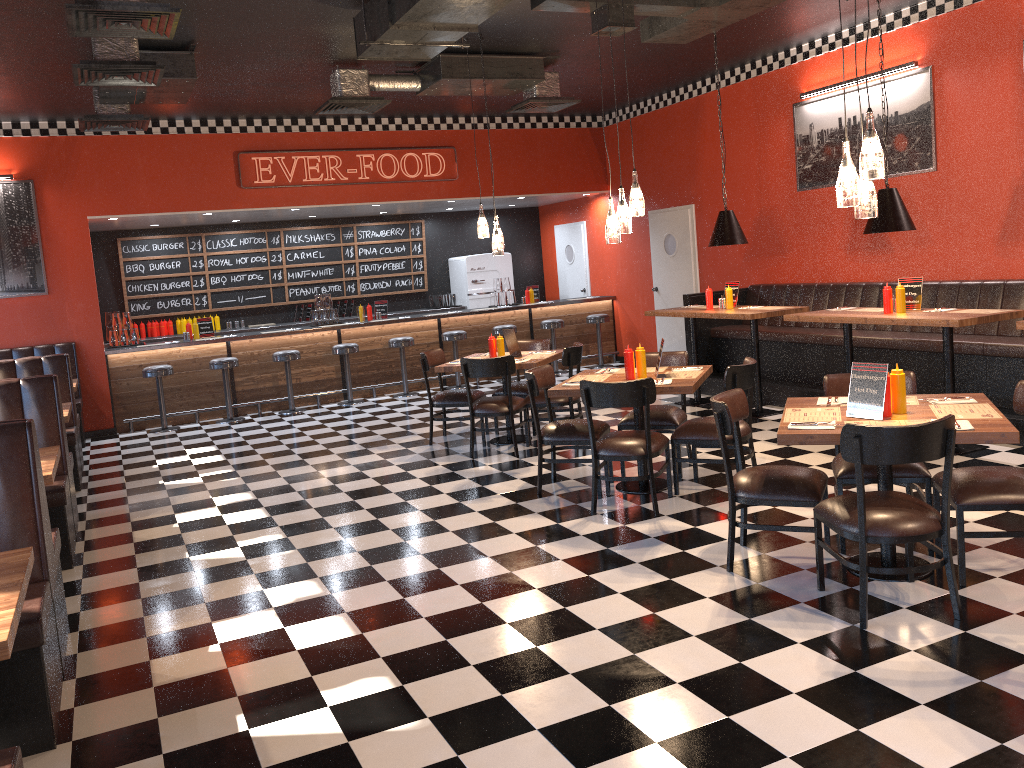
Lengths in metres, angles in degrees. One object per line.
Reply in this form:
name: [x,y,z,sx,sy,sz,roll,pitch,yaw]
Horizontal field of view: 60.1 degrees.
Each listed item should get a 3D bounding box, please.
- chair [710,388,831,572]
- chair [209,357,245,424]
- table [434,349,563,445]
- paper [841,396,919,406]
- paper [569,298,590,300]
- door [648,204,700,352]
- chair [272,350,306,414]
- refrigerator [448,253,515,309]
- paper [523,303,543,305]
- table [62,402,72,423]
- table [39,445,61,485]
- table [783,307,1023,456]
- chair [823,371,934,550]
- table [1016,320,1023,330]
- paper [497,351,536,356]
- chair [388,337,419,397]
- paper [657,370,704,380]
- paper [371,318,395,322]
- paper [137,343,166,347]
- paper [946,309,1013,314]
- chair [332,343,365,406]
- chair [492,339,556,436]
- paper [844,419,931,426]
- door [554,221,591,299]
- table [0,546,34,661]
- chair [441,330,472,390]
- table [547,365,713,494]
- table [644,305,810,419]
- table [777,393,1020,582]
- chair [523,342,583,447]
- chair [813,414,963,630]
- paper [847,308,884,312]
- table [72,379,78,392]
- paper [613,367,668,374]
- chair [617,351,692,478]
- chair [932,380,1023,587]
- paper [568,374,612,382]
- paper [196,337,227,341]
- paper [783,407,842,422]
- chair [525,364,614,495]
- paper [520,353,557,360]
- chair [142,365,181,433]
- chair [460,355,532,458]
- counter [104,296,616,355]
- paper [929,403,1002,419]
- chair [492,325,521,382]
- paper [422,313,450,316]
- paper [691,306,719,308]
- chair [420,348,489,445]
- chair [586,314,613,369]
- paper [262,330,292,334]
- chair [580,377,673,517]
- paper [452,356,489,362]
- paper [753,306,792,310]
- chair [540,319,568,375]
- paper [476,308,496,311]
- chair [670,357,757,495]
chair: [1.318,0.481,4.539,0.544,0.864,0.489,-2,7,24]
chair: [-3.471,0.066,10.792,0.348,0.771,0.350,-2,6,25]
table: [-0.044,0.142,8.164,0.956,0.770,0.965,-2,7,20]
paper: [1.888,0.087,4.558,0.365,0.001,0.262,-2,8,22]
paper: [1.021,-1.278,13.312,0.366,0.001,0.262,-7,8,-14]
door: [2.184,-1.272,11.911,0.162,2.170,1.029,-7,6,-24]
chair: [-2.792,-0.034,11.103,0.348,0.771,0.350,-2,6,25]
refrigerator: [-0.444,-1.220,14.501,0.804,1.796,0.851,-7,6,-24]
paper: [0.296,-1.171,12.979,0.366,0.001,0.262,-8,9,-24]
table: [-4.261,0.691,6.753,1.695,0.770,0.959,-8,8,-24]
table: [-3.249,0.907,4.578,1.695,0.770,0.959,-8,8,-24]
table: [3.017,-0.062,6.948,0.697,0.995,1.696,-8,8,-24]
chair: [1.969,0.391,4.791,0.486,0.864,0.547,-3,6,15]
table: [3.906,0.128,5.037,0.697,0.995,1.696,-8,8,-24]
paper: [0.020,-0.290,8.426,0.365,0.001,0.262,-1,9,23]
chair: [-1.435,-0.234,11.725,0.348,0.771,0.350,-3,6,20]
paper: [1.159,-0.063,6.087,0.261,0.001,0.367,-2,8,21]
paper: [-1.737,-0.868,12.022,0.366,0.001,0.262,-8,9,-23]
paper: [-4.374,-0.476,10.794,0.366,0.001,0.262,-8,9,-23]
paper: [3.408,-0.529,6.444,0.261,0.001,0.366,-8,8,-22]
chair: [-2.114,-0.134,11.414,0.348,0.771,0.350,-3,6,15]
chair: [0.130,0.017,8.616,0.486,0.864,0.547,-1,7,32]
paper: [1.683,0.188,3.955,0.365,0.001,0.262,-2,8,19]
door: [1.000,-1.524,14.455,0.162,2.170,1.029,-7,6,-24]
table: [-2.249,1.120,2.429,1.695,0.770,0.959,-8,8,-24]
chair: [-0.756,-0.334,12.037,0.348,0.771,0.350,-3,6,20]
table: [0.880,0.334,6.212,0.959,0.770,0.962,-2,7,20]
table: [2.123,-0.252,8.867,0.697,0.995,1.696,-8,8,-24]
table: [1.835,0.518,4.297,0.959,0.770,0.962,-2,7,20]
chair: [0.400,0.084,7.965,0.544,0.864,0.489,-3,6,15]
chair: [1.629,0.549,3.858,0.486,0.864,0.547,-5,6,-1]
paper: [2.980,-0.613,7.309,0.261,0.001,0.366,-8,8,-22]
table: [-5.261,0.478,8.902,1.695,0.770,0.959,-8,8,-24]
paper: [0.946,-0.102,6.498,0.365,0.001,0.262,-2,8,19]
chair: [1.078,0.210,6.642,0.486,0.864,0.547,-2,7,23]
chair: [2.310,0.449,4.165,0.544,0.864,0.489,-3,6,13]
paper: [0.552,-0.040,6.291,0.261,0.001,0.367,-2,8,18]
paper: [-3.769,-0.567,11.087,0.366,0.001,0.262,-8,9,-23]
paper: [1.476,0.150,4.352,0.261,0.001,0.367,-2,8,19]
chair: [0.397,0.310,6.336,0.544,0.864,0.489,-3,6,18]
paper: [0.233,-0.249,7.999,0.261,0.001,0.367,-2,8,20]
chair: [-4.150,0.166,10.481,0.348,0.771,0.350,-3,6,20]
chair: [-0.141,0.166,7.702,0.486,0.864,0.547,-3,6,15]
counter: [-1.757,-0.863,12.188,7.056,0.050,0.677,-8,9,-24]
paper: [2.109,0.127,4.135,0.261,0.001,0.367,-2,8,19]
chair: [-0.077,-0.435,12.348,0.349,0.771,0.349,-7,6,-24]
paper: [-1.029,-0.971,12.341,0.366,0.001,0.261,-9,9,-28]
paper: [2.059,-0.807,9.272,0.261,0.001,0.366,-8,8,-22]
chair: [-0.563,0.104,8.410,0.544,0.864,0.489,-3,6,15]
chair: [1.281,-0.635,12.970,0.348,0.771,0.350,-3,6,20]
paper: [-3.050,-0.677,11.442,0.366,0.001,0.262,-8,9,-23]
chair: [0.738,0.368,5.709,0.486,0.864,0.547,-3,6,21]
paper: [-0.396,-0.228,8.227,0.261,0.001,0.367,-2,8,21]
paper: [2.457,-0.719,8.399,0.261,0.001,0.366,-8,8,-22]
chair: [0.602,-0.535,12.659,0.349,0.771,0.349,-7,6,-19]
paper: [-0.382,-1.072,12.676,0.366,0.001,0.262,-8,9,-23]
chair: [1.388,0.278,5.961,0.544,0.864,0.489,-1,7,29]
